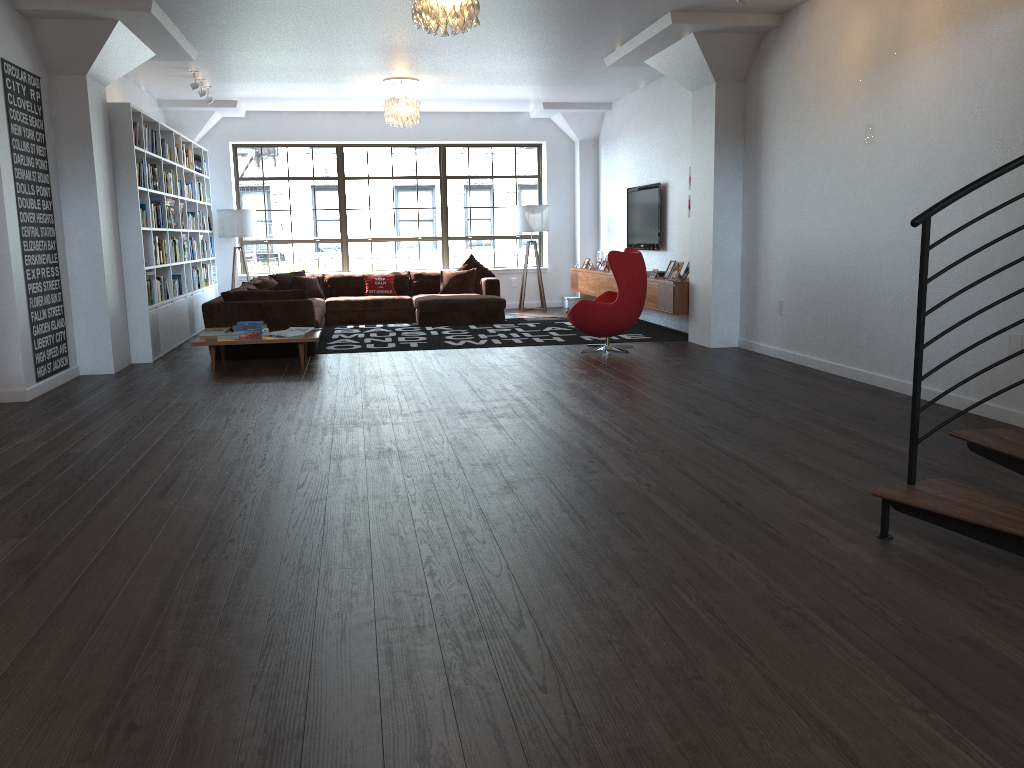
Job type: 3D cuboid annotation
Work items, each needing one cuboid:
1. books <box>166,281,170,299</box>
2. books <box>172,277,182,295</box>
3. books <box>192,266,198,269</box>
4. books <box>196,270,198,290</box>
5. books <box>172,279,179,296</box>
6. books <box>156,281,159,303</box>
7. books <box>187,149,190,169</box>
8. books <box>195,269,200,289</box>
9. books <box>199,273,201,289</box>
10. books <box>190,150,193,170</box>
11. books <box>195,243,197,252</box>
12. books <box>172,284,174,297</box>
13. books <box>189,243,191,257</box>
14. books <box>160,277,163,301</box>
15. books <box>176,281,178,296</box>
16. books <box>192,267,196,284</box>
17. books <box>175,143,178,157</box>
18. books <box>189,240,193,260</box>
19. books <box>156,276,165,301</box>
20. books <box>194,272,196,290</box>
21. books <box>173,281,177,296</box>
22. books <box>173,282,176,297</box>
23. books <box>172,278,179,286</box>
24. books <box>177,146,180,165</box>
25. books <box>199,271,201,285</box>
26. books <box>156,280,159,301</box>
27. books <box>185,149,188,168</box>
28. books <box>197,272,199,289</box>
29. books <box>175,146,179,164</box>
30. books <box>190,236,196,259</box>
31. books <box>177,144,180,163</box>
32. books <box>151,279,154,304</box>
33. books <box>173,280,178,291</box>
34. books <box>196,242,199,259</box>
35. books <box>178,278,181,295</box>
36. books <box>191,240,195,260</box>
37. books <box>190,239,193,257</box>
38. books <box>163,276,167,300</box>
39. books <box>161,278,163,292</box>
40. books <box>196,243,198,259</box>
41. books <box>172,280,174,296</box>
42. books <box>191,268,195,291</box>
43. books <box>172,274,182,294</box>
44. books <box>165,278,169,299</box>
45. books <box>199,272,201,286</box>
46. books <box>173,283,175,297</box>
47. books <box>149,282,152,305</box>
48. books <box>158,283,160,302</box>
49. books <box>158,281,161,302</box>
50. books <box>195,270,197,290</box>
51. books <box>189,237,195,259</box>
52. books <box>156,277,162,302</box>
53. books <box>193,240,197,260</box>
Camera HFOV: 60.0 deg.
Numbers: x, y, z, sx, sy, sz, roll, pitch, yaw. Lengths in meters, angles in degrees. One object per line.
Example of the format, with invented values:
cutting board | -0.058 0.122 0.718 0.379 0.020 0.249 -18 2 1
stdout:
books | -3.781 -1.014 9.544 0.161 0.207 0.135 -3 10 -10
books | -3.914 -1.133 10.276 0.146 0.202 0.027 -3 10 -10
books | -4.132 -1.369 11.440 0.176 0.290 0.036 -3 10 -10
books | -4.090 -1.320 11.253 0.183 0.253 0.034 -3 10 -10
books | -3.888 -1.105 10.140 0.139 0.191 0.036 -3 10 -10
books | -3.687 -0.935 9.016 0.161 0.223 0.032 -3 10 -10
books | -4.152 -2.821 11.138 0.183 0.253 0.034 -3 10 -10
books | -4.116 -1.346 11.410 0.183 0.253 0.034 -3 10 -10
books | -4.139 -1.362 11.489 0.180 0.259 0.060 -3 10 -10
books | -4.177 -2.849 11.303 0.183 0.253 0.034 -3 10 -10
books | -4.132 -1.718 11.353 0.170 0.251 0.118 -3 10 -10
books | -3.839 -1.053 9.865 0.128 0.178 0.021 -3 10 -10
books | -4.040 -1.641 10.871 0.182 0.255 0.077 -3 10 -10
books | -3.733 -0.983 9.236 0.171 0.246 0.039 -3 10 -10
books | -3.876 -1.087 10.087 0.126 0.173 0.032 -3 10 -10
books | -4.081 -1.326 11.175 0.176 0.290 0.053 -3 10 -10
books | -4.033 -2.708 10.468 0.160 0.251 0.031 -3 10 -10
books | -4.057 -1.652 10.972 0.174 0.243 0.085 -3 10 -10
books | -3.753 -1.002 9.311 0.180 0.259 0.042 -3 10 -10
books | -4.065 -1.287 11.144 0.161 0.223 0.026 -3 10 -10
books | -3.858 -1.076 10.041 0.107 0.167 0.017 -3 10 -10
books | -3.855 -1.067 9.990 0.120 0.167 0.020 -3 10 -10
books | -3.899 -1.115 10.169 0.146 0.202 0.027 -3 10 -10
books | -4.029 -2.700 10.502 0.161 0.223 0.032 -3 10 -10
books | -4.148 -1.355 11.559 0.161 0.223 0.027 -3 10 -10
books | -3.705 -0.946 9.056 0.176 0.231 0.053 -3 10 -10
books | -4.135 -2.804 11.059 0.171 0.246 0.057 -3 10 -10
books | -4.120 -1.333 11.372 0.174 0.240 0.045 -3 10 -10
books | -4.008 -2.674 10.396 0.161 0.207 0.130 -3 10 -10
books | -4.110 -1.715 11.212 0.176 0.293 0.125 -3 10 -10
books | -4.041 -2.719 10.533 0.160 0.251 0.039 -3 10 -10
books | -3.660 -0.916 8.815 0.180 0.251 0.048 -3 10 -10
books | -3.880 -1.094 10.113 0.128 0.178 0.021 -3 10 -10
books | -4.147 -1.719 11.462 0.161 0.218 0.101 -3 10 -10
books | -3.895 -1.120 10.197 0.146 0.202 0.027 -3 10 -10
books | -4.068 -1.669 11.056 0.182 0.253 0.098 -3 10 -10
books | -4.071 -1.663 11.008 0.182 0.255 0.077 -3 10 -10
books | -3.762 -1.013 9.396 0.183 0.253 0.042 -3 10 -10
books | -3.743 -0.991 9.273 0.160 0.251 0.039 -3 10 -10
books | -4.138 -1.715 11.429 0.161 0.222 0.084 -3 10 -10
books | -3.851 -1.060 9.888 0.134 0.184 0.030 -3 10 -10
books | -4.070 -1.305 11.067 0.198 0.284 0.066 -3 10 -10
books | -3.933 -1.161 10.356 0.140 0.231 0.042 -3 10 -10
books | -3.779 -1.018 9.485 0.174 0.236 0.142 -3 10 -10
books | -4.142 -1.364 11.532 0.160 0.250 0.026 -3 10 -10
books | -3.846 -1.055 9.955 0.110 0.153 0.019 -3 10 -10
books | -3.626 -0.884 8.704 0.161 0.223 0.032 -3 10 -10
books | -3.706 -0.949 9.100 0.161 0.223 0.033 -3 10 -10
books | -3.707 -0.946 9.133 0.161 0.223 0.030 -3 10 -10
books | -4.088 -1.314 11.220 0.183 0.253 0.034 -3 10 -10
books | -4.103 -1.704 11.151 0.197 0.290 0.136 -3 10 -10
books | -3.724 -0.976 9.163 0.183 0.253 0.042 -3 10 -10
books | -4.120 -1.706 11.303 0.174 0.242 0.105 -3 10 -10
